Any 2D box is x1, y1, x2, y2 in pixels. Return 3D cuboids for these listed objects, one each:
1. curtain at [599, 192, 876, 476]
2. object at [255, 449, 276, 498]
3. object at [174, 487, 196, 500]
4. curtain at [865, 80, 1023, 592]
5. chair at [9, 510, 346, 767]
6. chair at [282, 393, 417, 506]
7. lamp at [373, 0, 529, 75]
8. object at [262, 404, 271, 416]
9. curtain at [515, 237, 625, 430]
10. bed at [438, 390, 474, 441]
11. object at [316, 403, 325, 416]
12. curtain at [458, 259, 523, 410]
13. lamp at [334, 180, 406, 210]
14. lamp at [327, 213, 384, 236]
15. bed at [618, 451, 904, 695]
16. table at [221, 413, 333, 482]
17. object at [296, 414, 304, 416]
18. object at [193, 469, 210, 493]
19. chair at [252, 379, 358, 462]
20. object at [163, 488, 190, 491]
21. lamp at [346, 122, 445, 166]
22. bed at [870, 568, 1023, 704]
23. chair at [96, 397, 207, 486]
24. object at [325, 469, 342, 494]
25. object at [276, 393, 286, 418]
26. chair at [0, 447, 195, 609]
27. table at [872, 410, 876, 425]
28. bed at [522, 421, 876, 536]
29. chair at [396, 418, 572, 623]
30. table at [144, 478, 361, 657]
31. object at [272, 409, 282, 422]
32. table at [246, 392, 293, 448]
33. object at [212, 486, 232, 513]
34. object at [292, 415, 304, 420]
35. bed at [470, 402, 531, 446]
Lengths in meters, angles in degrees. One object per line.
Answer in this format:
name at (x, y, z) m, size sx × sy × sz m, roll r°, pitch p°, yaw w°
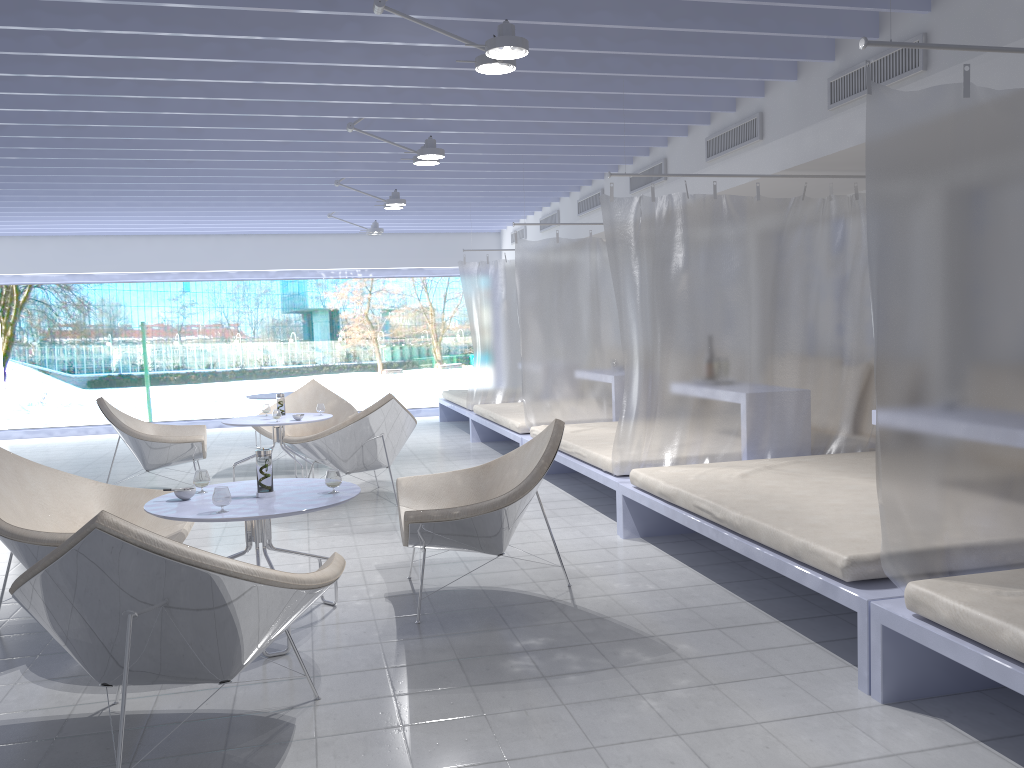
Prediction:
curtain at (1.481, -0.307, 5.029) m, size 2.050 × 1.552 × 0.151 m, roll -3°, pitch 4°, yaw -13°
object at (-0.978, 0.352, 3.505) m, size 0.075 × 0.185 × 0.075 m, roll 1°, pitch 5°, yaw 40°
object at (-1.285, 0.434, 3.487) m, size 0.082 × 0.043 × 0.082 m, roll -3°, pitch 4°, yaw -12°
curtain at (2.033, -0.167, 2.882) m, size 1.998 × 1.559 × 0.125 m, roll -3°, pitch 4°, yaw -15°
chair at (-0.971, 0.663, 2.497) m, size 0.906 × 0.759 × 0.753 m, roll -2°, pitch 4°, yaw 2°
chair at (-1.028, 0.430, 6.181) m, size 0.906 × 0.759 × 0.753 m, roll -5°, pitch 5°, yaw -43°
lamp at (-0.250, -1.397, 3.513) m, size 0.587 × 0.218 × 0.380 m, roll -3°, pitch 4°, yaw -13°
object at (-1.942, 0.206, 7.009) m, size 0.068 × 0.091 × 0.068 m, roll -1°, pitch 4°, yaw 9°
curtain at (1.013, -0.408, 7.175) m, size 1.998 × 1.559 × 0.125 m, roll -3°, pitch 4°, yaw -15°
bed at (0.301, 0.282, 10.461) m, size 2.022 × 0.422 × 2.200 m, roll -3°, pitch 4°, yaw -13°
object at (-1.488, 0.198, 6.899) m, size 0.068 × 0.091 × 0.068 m, roll -3°, pitch 4°, yaw -21°
curtain at (0.461, -0.547, 9.320) m, size 2.050 × 1.552 × 0.151 m, roll -3°, pitch 4°, yaw -13°
lamp at (-1.214, -1.625, 7.573) m, size 0.587 × 0.218 × 0.380 m, roll -3°, pitch 4°, yaw -13°
lamp at (-1.701, -1.740, 9.622) m, size 0.587 × 0.218 × 0.380 m, roll -3°, pitch 4°, yaw -13°
bed at (1.814, 0.642, 4.021) m, size 2.016 × 0.427 × 2.200 m, roll -3°, pitch 4°, yaw -13°
table at (-1.781, 0.528, 6.796) m, size 0.825 × 0.534 × 0.823 m, roll -3°, pitch 4°, yaw -22°
object at (-1.563, 0.229, 6.534) m, size 0.098 × 0.016 × 0.012 m, roll 2°, pitch 5°, yaw 43°
object at (-1.274, 0.400, 3.641) m, size 0.068 × 0.091 × 0.068 m, roll -3°, pitch 4°, yaw -23°
chair at (-1.787, 0.351, 7.800) m, size 0.906 × 0.759 × 0.753 m, roll -2°, pitch 4°, yaw -3°
object at (-1.317, 0.415, 3.483) m, size 0.098 × 0.016 × 0.012 m, roll -3°, pitch 4°, yaw -14°
lamp at (-0.732, -1.511, 5.543) m, size 0.587 × 0.218 × 0.380 m, roll -3°, pitch 4°, yaw -13°
bed at (2.324, 0.762, 1.872) m, size 2.016 × 0.427 × 2.200 m, roll -3°, pitch 4°, yaw -13°
chair at (-2.684, 0.455, 6.624) m, size 0.753 × 0.759 × 0.906 m, roll -3°, pitch 4°, yaw -18°
object at (-0.712, 0.388, 3.538) m, size 0.068 × 0.091 × 0.068 m, roll -3°, pitch 4°, yaw -23°
object at (-1.773, 0.165, 6.802) m, size 0.075 × 0.189 × 0.075 m, roll -3°, pitch 4°, yaw -21°
chair at (-1.819, 0.615, 3.679) m, size 0.753 × 0.759 × 0.906 m, roll -2°, pitch 4°, yaw 4°
table at (1.934, 0.359, 3.496) m, size 0.416 × 0.450 × 1.065 m, roll -3°, pitch 4°, yaw -13°
bed at (1.320, 0.523, 6.171) m, size 2.022 × 0.422 × 2.200 m, roll -3°, pitch 4°, yaw -13°
chair at (-0.115, 0.545, 3.909) m, size 0.753 × 0.759 × 0.906 m, roll -2°, pitch 4°, yaw -9°
table at (-1.009, 0.711, 3.540) m, size 0.825 × 0.534 × 0.823 m, roll -5°, pitch 5°, yaw -36°
object at (-1.719, 0.233, 6.484) m, size 0.068 × 0.091 × 0.068 m, roll -1°, pitch 4°, yaw 15°
table at (-2.392, 0.379, 9.447) m, size 0.825 × 0.534 × 0.823 m, roll 1°, pitch 4°, yaw 34°
object at (-1.053, 0.419, 3.219) m, size 0.068 × 0.091 × 0.068 m, roll -3°, pitch 4°, yaw -23°
object at (-1.582, 0.247, 6.560) m, size 0.082 × 0.043 × 0.082 m, roll 2°, pitch 5°, yaw 45°
bed at (0.795, 0.401, 8.311) m, size 2.016 × 0.427 × 2.200 m, roll -3°, pitch 4°, yaw -13°
